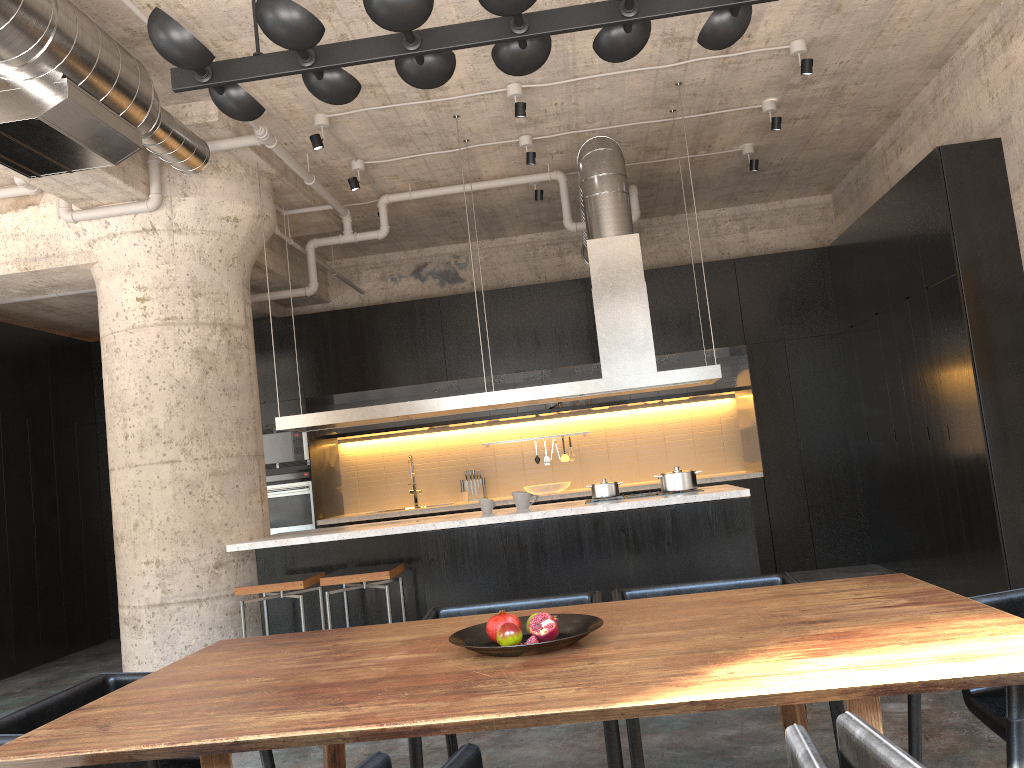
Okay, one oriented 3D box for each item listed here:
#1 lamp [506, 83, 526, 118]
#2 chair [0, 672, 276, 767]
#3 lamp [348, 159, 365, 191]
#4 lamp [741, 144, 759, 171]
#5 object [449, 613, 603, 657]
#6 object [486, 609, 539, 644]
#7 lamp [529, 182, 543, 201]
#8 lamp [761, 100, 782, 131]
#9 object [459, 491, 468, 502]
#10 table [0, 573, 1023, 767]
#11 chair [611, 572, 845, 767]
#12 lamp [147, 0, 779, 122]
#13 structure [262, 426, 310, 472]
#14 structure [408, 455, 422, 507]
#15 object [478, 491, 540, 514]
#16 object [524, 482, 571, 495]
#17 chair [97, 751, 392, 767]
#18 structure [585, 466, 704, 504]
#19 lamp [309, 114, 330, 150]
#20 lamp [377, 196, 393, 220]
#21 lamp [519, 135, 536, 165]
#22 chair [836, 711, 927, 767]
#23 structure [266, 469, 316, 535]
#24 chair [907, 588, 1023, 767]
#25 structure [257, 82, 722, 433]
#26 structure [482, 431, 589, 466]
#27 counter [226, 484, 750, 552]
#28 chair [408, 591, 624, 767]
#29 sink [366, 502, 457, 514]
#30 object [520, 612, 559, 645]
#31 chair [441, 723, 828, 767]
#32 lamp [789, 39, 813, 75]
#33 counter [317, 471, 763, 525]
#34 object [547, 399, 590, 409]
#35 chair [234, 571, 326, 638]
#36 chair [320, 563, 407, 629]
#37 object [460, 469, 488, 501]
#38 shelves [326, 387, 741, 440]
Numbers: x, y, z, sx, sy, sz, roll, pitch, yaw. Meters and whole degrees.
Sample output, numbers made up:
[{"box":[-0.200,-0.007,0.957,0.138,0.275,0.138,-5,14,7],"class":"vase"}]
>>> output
[{"box":[0.031,-1.880,5.921,0.107,0.236,0.145,-5,-5,-12],"class":"lamp"},{"box":[-1.109,1.259,2.534,0.754,0.738,0.707,-7,-5,5],"class":"chair"},{"box":[-1.226,-1.637,6.993,0.145,0.236,0.107,-5,-5,-12],"class":"lamp"},{"box":[2.061,-1.946,7.672,0.107,0.236,0.145,-5,-5,-12],"class":"lamp"},{"box":[0.040,0.694,2.487,0.435,0.079,0.435,-11,-7,41],"class":"object"},{"box":[0.015,0.682,2.481,0.100,0.097,0.219,-2,-7,-41],"class":"object"},{"box":[0.213,-1.721,7.830,0.107,0.236,0.145,-5,-5,-12],"class":"lamp"},{"box":[1.971,-2.025,6.724,0.107,0.236,0.145,-5,-5,-12],"class":"lamp"},{"box":[-0.513,1.195,9.421,0.092,0.117,0.092,-12,-7,44],"class":"object"},{"box":[0.113,1.102,2.425,2.410,0.756,1.299,-7,-5,5],"class":"table"},{"box":[0.754,1.113,3.198,0.707,0.738,0.754,-7,-5,5],"class":"chair"},{"box":[-0.200,-1.620,2.671,1.813,1.327,0.583,-7,-5,5],"class":"lamp"},{"box":[-2.329,0.666,9.157,0.659,0.450,0.612,-7,-5,5],"class":"structure"},{"box":[-1.056,1.034,9.433,0.125,0.559,0.269,-7,-5,5],"class":"structure"},{"box":[-0.022,0.847,6.395,0.437,0.133,0.188,-7,-5,6],"class":"object"},{"box":[0.369,1.084,9.156,0.490,0.093,0.490,-7,-5,2],"class":"object"},{"box":[-0.612,1.117,1.618,0.707,0.738,0.754,-7,-5,10],"class":"chair"},{"box":[0.931,0.709,6.350,0.833,0.187,0.506,-7,-5,5],"class":"structure"},{"box":[-1.315,-1.714,6.067,0.145,0.236,0.107,-5,-5,-12],"class":"lamp"},{"box":[-1.136,-1.558,7.934,0.145,0.236,0.107,-5,-5,-12],"class":"lamp"},{"box":[0.121,-1.801,6.871,0.107,0.236,0.145,-5,-5,-12],"class":"lamp"},{"box":[1.005,0.920,1.449,0.707,0.738,0.754,-7,-5,5],"class":"chair"},{"box":[-2.271,1.222,9.059,0.664,0.651,0.649,-7,-5,5],"class":"structure"},{"box":[1.489,0.948,2.320,0.754,0.738,0.707,-7,-5,5],"class":"chair"},{"box":[-0.212,-0.867,6.491,3.117,2.100,0.538,-7,-5,5],"class":"structure"},{"box":[0.269,0.732,9.579,1.171,0.315,0.074,-7,-5,5],"class":"structure"},{"box":[-0.153,0.947,6.347,3.500,0.046,1.000,-7,-5,5],"class":"counter"},{"box":[0.029,1.201,3.269,0.707,0.738,0.754,-7,-5,5],"class":"chair"},{"box":[-1.039,1.361,9.250,0.890,0.134,0.458,-7,-5,5],"class":"sink"},{"box":[0.083,0.678,2.456,0.088,0.082,0.110,-1,-8,-45],"class":"object"},{"box":[0.220,1.013,1.497,0.707,0.738,0.754,-7,-5,10],"class":"chair"},{"box":[1.878,-2.107,5.753,0.107,0.236,0.145,-5,-5,-12],"class":"lamp"},{"box":[0.276,1.206,9.085,4.360,0.142,1.000,-7,-5,5],"class":"counter"},{"box":[0.594,0.132,9.415,0.462,0.240,0.334,-7,-5,2],"class":"object"},{"box":[-1.477,1.626,5.783,0.450,0.698,0.450,-7,-5,5],"class":"chair"},{"box":[-0.935,1.566,5.786,0.450,0.698,0.450,-7,-5,5],"class":"chair"},{"box":[-0.417,1.084,9.524,0.291,0.336,0.060,-6,-5,-1],"class":"object"},{"box":[0.202,0.323,9.455,4.362,0.043,0.403,-7,-5,5],"class":"shelves"}]
